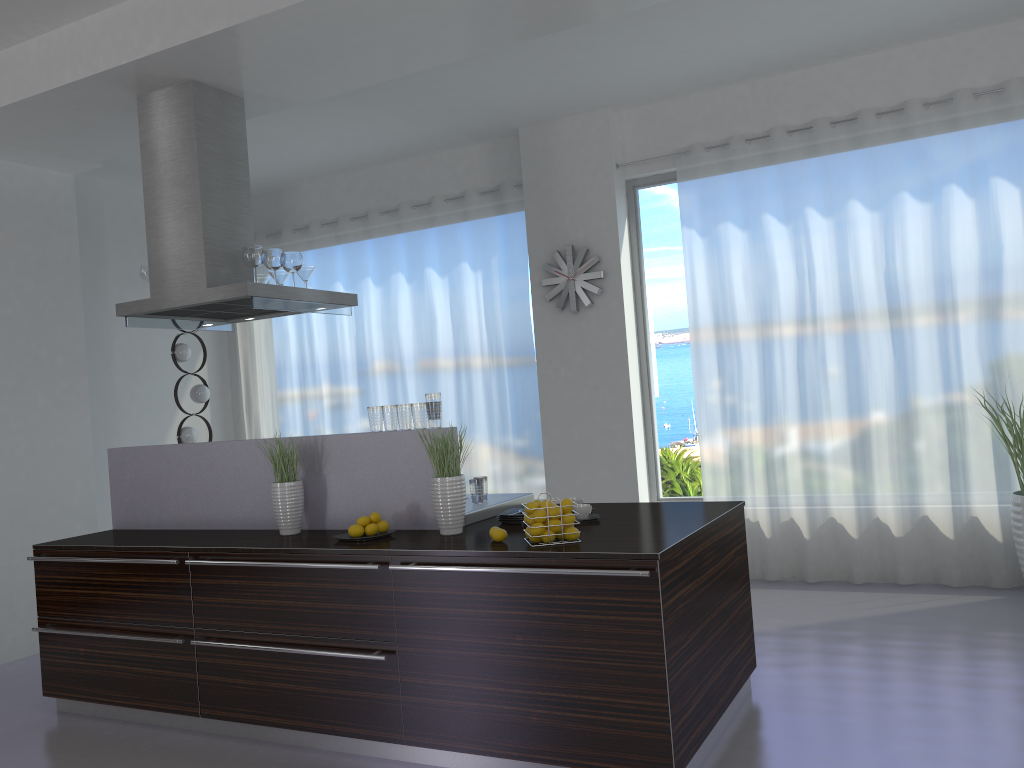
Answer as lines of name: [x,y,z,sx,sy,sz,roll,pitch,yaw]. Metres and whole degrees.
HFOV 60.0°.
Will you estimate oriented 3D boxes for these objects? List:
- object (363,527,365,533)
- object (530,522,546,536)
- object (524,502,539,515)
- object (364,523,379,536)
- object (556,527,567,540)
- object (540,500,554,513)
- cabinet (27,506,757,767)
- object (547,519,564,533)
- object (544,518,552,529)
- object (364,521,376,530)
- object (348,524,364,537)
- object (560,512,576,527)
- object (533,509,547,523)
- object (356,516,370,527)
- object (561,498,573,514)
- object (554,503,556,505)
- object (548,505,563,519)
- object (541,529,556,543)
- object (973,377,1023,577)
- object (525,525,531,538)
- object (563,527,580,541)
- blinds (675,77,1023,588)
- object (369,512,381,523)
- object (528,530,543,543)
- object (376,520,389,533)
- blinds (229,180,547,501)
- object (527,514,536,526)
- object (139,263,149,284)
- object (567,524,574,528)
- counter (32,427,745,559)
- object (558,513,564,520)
object: [-0.660,0.632,3.912,0.052,0.054,0.061,-4,-1,-16]
object: [0.096,0.544,3.312,0.061,0.054,0.052,-4,-1,4]
object: [0.075,0.478,3.405,0.053,0.051,0.063,-4,-1,-15]
object: [-0.605,0.627,3.817,0.061,0.054,0.052,-4,-1,4]
object: [0.192,0.568,3.382,0.061,0.055,0.050,-4,-1,-17]
object: [0.134,0.470,3.396,0.051,0.053,0.063,-5,-1,29]
cabinet: [-0.641,1.103,4.284,3.285,0.852,1.377,-5,-1,27]
object: [0.163,0.532,3.325,0.061,0.055,0.051,-4,-1,7]
object: [0.150,0.530,3.353,0.051,0.053,0.062,-5,-1,35]
object: [-0.615,0.629,3.874,0.057,0.060,0.071,-5,-1,29]
object: [-0.667,0.631,3.801,0.070,0.058,0.060,-5,-1,26]
object: [0.211,0.514,3.358,0.061,0.054,0.053,-4,-1,-17]
object: [0.105,0.497,3.336,0.061,0.052,0.053,-5,-1,40]
object: [-0.644,0.596,3.841,0.061,0.047,0.053,-5,-1,30]
object: [0.208,0.465,3.379,0.050,0.060,0.059,-5,-1,27]
object: [0.151,0.489,3.461,0.063,0.051,0.053,-4,-1,-17]
object: [0.162,0.481,3.331,0.051,0.053,0.063,-5,-1,40]
object: [0.137,0.569,3.323,0.051,0.053,0.063,-5,-1,35]
object: [2.970,0.599,4.932,0.713,1.334,0.656,-5,-1,28]
object: [0.079,0.568,3.425,0.060,0.057,0.052,-5,-1,29]
object: [0.223,0.563,3.332,0.062,0.052,0.053,-4,-1,-23]
blinds: [2.537,-0.254,5.742,2.830,3.112,0.120,-5,-1,27]
object: [-0.596,0.582,3.863,0.053,0.048,0.063,-4,-1,-7]
object: [0.099,0.572,3.367,0.074,0.063,0.064,-3,-1,-42]
object: [-0.565,0.620,3.859,0.063,0.053,0.051,-4,-1,-22]
blinds: [-1.241,0.064,7.700,3.245,3.112,0.120,-5,-1,27]
object: [0.089,0.521,3.386,0.062,0.053,0.052,-4,-1,-1]
object: [-2.046,-0.568,5.038,0.125,0.221,0.125,-4,-1,-38]
object: [0.208,0.544,3.421,0.062,0.053,0.052,-4,-1,-26]
counter: [-0.652,0.879,4.296,3.291,1.300,1.302,-5,-1,27]
object: [0.179,0.498,3.401,0.055,0.051,0.061,-5,-1,22]
